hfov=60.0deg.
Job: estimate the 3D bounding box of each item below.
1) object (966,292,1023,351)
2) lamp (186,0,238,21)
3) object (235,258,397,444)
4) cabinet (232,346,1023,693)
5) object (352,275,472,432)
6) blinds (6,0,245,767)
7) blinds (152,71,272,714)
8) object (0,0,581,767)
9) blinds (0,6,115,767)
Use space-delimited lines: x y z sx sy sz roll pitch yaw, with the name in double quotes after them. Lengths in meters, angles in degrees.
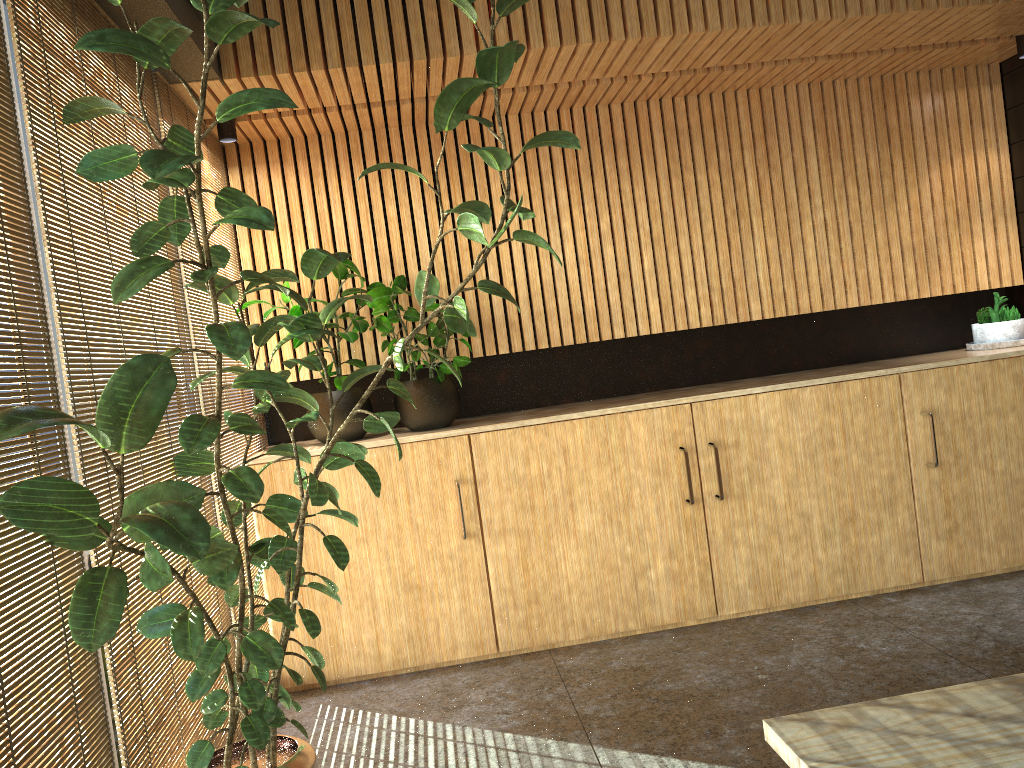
3.048 -0.404 5.565 0.384 0.347 0.384 -7 2 17 "object"
0.644 -1.963 3.863 4.179 0.294 0.257 -8 2 -6 "lamp"
-1.073 -0.192 4.988 0.666 1.054 0.640 -6 3 36 "object"
1.018 0.691 5.310 4.954 1.272 1.006 -8 2 -6 "cabinet"
-0.554 -0.174 5.026 0.679 0.880 0.512 -8 2 -2 "object"
-1.293 0.146 3.183 0.039 3.038 1.422 -8 2 -6 "blinds"
-1.443 0.113 4.643 0.039 3.038 1.422 -8 2 -6 "blinds"
-0.812 0.021 2.691 1.958 3.266 1.875 -6 2 33 "object"
-1.141 0.180 1.698 0.039 3.038 1.422 -8 2 -6 "blinds"
